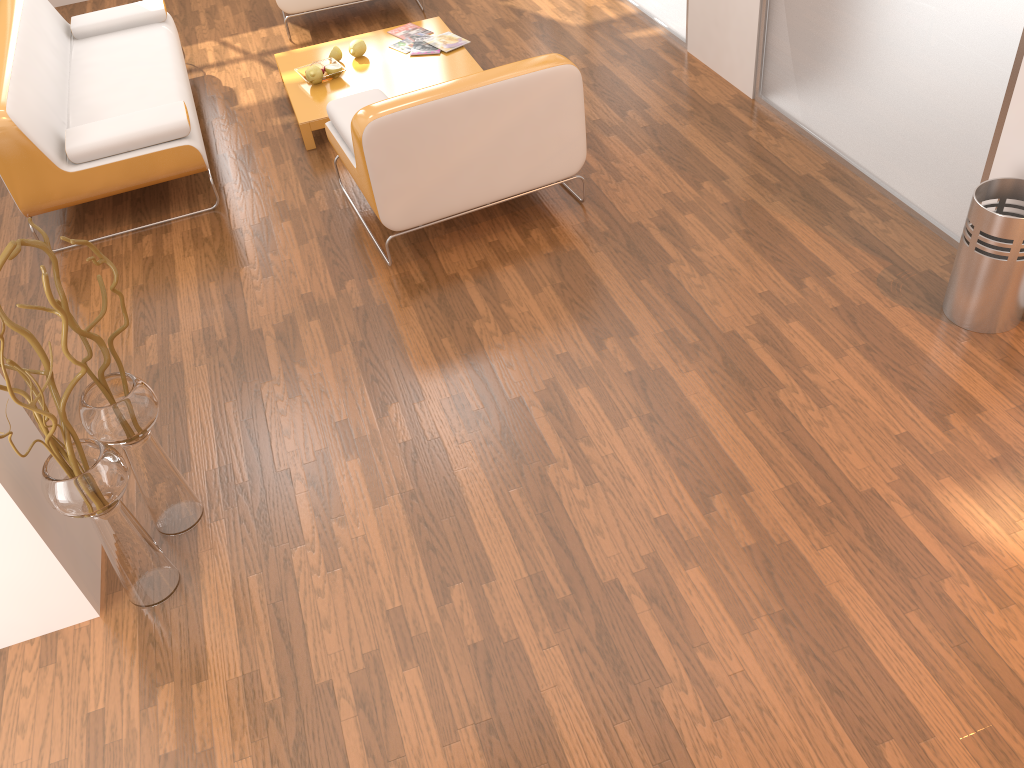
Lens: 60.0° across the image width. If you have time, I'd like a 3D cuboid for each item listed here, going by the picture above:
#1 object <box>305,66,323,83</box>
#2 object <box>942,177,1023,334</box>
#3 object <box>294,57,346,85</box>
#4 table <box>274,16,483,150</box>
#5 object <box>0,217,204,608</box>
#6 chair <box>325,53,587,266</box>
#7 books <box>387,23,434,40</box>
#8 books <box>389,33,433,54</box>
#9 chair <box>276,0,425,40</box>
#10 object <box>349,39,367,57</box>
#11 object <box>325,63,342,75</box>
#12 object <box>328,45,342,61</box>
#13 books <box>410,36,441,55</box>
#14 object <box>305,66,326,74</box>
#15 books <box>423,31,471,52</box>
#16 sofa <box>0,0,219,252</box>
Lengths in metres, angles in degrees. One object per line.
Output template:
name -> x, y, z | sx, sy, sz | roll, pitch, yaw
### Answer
object -> -1.051, -1.647, 4.721 | 0.101, 0.095, 0.102 | 27, 53, 33
object -> 1.601, -0.418, 2.920 | 0.248, 0.450, 0.248 | 13, 46, 22
object -> -1.032, -1.678, 4.792 | 0.227, 0.048, 0.227 | -25, 45, -17
table -> -0.741, -1.694, 4.911 | 1.000, 0.150, 1.000 | -17, 43, -10
object -> -1.074, 0.157, 2.220 | 0.284, 1.112, 0.655 | -3, 42, 6
chair -> -0.273, -1.098, 3.802 | 0.923, 0.661, 0.825 | -21, 44, -13
books -> -0.595, -2.046, 5.159 | 0.171, 0.004, 0.249 | -32, 47, -24
books -> -0.558, -1.937, 5.033 | 0.249, 0.004, 0.171 | -36, 49, -27
chair -> -1.142, -2.795, 5.800 | 0.923, 0.661, 0.825 | -15, 43, -7
object -> -0.861, -1.873, 4.946 | 0.105, 0.091, 0.103 | -21, 44, -14
object -> -0.956, -1.684, 4.777 | 0.092, 0.065, 0.091 | 20, 49, 28
object -> -0.984, -1.833, 4.925 | 0.080, 0.087, 0.094 | 2, 43, 11
books -> -0.473, -1.897, 4.970 | 0.171, 0.004, 0.249 | -2, 42, 7
object -> -1.055, -1.692, 4.807 | 0.134, 0.037, 0.061 | -12, 42, -4
books -> -0.365, -1.919, 4.971 | 0.171, 0.004, 0.249 | -29, 46, -22
sofa -> -2.122, -1.553, 4.597 | 0.825, 0.661, 2.010 | -18, 43, -11
